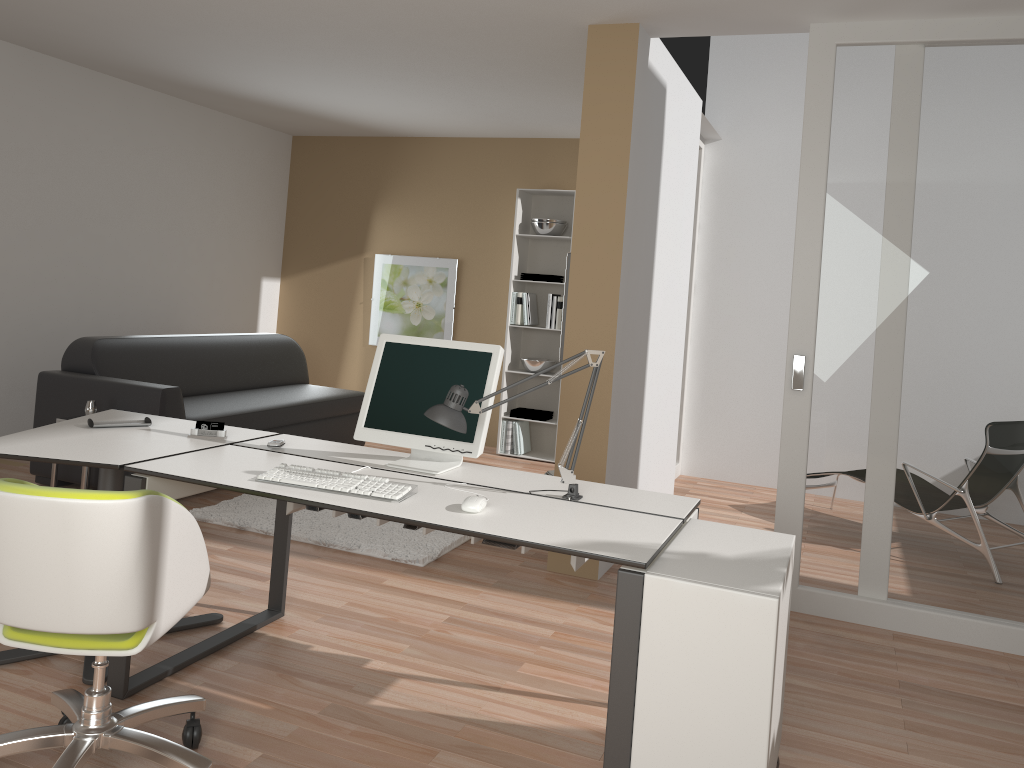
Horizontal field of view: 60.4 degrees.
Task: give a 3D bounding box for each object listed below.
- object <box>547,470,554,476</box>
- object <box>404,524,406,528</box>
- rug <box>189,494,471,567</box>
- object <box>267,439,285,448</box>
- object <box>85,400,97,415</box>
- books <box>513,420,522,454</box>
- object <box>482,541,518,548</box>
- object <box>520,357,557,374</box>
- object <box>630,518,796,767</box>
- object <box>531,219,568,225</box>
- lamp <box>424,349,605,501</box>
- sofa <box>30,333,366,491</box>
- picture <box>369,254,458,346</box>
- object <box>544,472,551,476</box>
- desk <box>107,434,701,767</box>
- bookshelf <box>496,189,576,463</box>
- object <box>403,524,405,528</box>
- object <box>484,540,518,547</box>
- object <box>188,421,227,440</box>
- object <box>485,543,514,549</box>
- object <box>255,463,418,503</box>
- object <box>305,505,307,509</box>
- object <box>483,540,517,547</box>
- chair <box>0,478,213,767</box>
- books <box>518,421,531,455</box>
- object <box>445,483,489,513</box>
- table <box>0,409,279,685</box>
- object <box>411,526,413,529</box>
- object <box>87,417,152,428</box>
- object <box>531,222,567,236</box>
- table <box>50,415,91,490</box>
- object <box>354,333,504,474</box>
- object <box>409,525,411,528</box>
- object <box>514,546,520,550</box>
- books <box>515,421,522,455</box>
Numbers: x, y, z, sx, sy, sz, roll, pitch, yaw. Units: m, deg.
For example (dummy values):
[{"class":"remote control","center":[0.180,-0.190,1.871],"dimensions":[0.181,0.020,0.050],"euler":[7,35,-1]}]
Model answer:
[{"class":"object","center":[0.526,0.656,6.121],"dimensions":[0.342,0.096,0.502],"euler":[0,7,-39]},{"class":"object","center":[-0.328,0.440,3.102],"dimensions":[0.040,0.113,0.133],"euler":[4,3,21]},{"class":"rug","center":[-0.719,0.693,5.272],"dimensions":[1.454,0.045,2.026],"euler":[7,6,21]},{"class":"object","center":[-0.831,0.211,3.105],"dimensions":[0.047,0.021,0.084],"euler":[4,5,0]},{"class":"object","center":[-2.257,0.133,4.716],"dimensions":[0.057,0.086,0.057],"euler":[4,1,-9]},{"class":"books","center":[0.056,0.424,7.115],"dimensions":[0.060,0.260,0.207],"euler":[4,1,21]},{"class":"object","center":[-0.020,0.528,2.979],"dimensions":[0.120,0.002,0.133],"euler":[7,6,21]},{"class":"object","center":[0.211,-0.146,7.131],"dimensions":[0.298,0.107,0.301],"euler":[3,5,-14]},{"class":"object","center":[0.533,0.775,2.279],"dimensions":[0.309,0.676,0.621],"euler":[4,2,21]},{"class":"object","center":[0.298,-1.275,7.154],"dimensions":[0.298,0.107,0.301],"euler":[3,5,-14]},{"class":"lamp","center":[-0.004,0.143,2.682],"dimensions":[0.538,0.530,0.140],"euler":[4,-1,-14]},{"class":"sofa","center":[-1.893,0.126,5.909],"dimensions":[0.955,0.834,2.259],"euler":[6,5,21]},{"class":"picture","center":[-0.876,-0.713,7.732],"dimensions":[0.819,0.817,0.018],"euler":[5,-1,21]},{"class":"object","center":[0.514,0.685,6.109],"dimensions":[0.584,0.063,0.588],"euler":[4,6,-4]},{"class":"desk","center":[-0.309,0.651,2.734],"dimensions":[1.606,0.687,0.804],"euler":[6,3,21]},{"class":"bookshelf","center":[0.499,-0.462,7.045],"dimensions":[1.042,2.145,0.331],"euler":[5,-1,21]},{"class":"object","center":[-0.332,0.440,3.104],"dimensions":[0.040,0.113,0.133],"euler":[4,3,21]},{"class":"object","center":[-0.018,0.524,2.979],"dimensions":[0.120,0.002,0.133],"euler":[7,6,21]},{"class":"object","center":[-1.108,0.167,3.207],"dimensions":[0.130,0.056,0.049],"euler":[4,2,-3]},{"class":"object","center":[-0.021,0.532,2.980],"dimensions":[0.120,0.002,0.133],"euler":[7,6,21]},{"class":"object","center":[-0.484,0.301,2.707],"dimensions":[0.457,0.080,0.388],"euler":[6,6,16]},{"class":"object","center":[-0.734,0.392,3.261],"dimensions":[0.040,0.113,0.133],"euler":[4,3,21]},{"class":"object","center":[-0.018,0.524,2.979],"dimensions":[0.120,0.002,0.133],"euler":[7,6,21]},{"class":"chair","center":[-1.013,0.601,2.158],"dimensions":[0.621,0.810,0.599],"euler":[4,1,-4]},{"class":"books","center":[0.101,0.428,7.110],"dimensions":[0.058,0.258,0.207],"euler":[4,1,21]},{"class":"object","center":[-0.139,0.339,2.587],"dimensions":[0.140,0.079,0.372],"euler":[4,6,0]},{"class":"table","center":[-1.456,0.525,3.090],"dimensions":[0.813,0.688,0.926],"euler":[5,3,18]},{"class":"object","center":[-0.302,0.443,3.092],"dimensions":[0.040,0.113,0.133],"euler":[4,3,21]},{"class":"object","center":[-1.468,0.143,3.294],"dimensions":[0.215,0.030,0.090],"euler":[0,7,-39]},{"class":"object","center":[0.296,-1.248,7.154],"dimensions":[0.298,0.107,0.301],"euler":[3,5,-14]},{"class":"table","center":[-2.247,0.419,4.658],"dimensions":[0.228,0.470,0.238],"euler":[5,0,21]},{"class":"object","center":[-0.283,0.063,3.000],"dimensions":[0.468,0.432,0.197],"euler":[5,0,21]},{"class":"object","center":[-0.310,0.442,3.096],"dimensions":[0.040,0.113,0.133],"euler":[4,3,21]},{"class":"object","center":[-0.022,0.534,2.980],"dimensions":[0.120,0.002,0.133],"euler":[7,6,21]},{"class":"books","center":[0.079,0.429,7.102],"dimensions":[0.058,0.258,0.207],"euler":[4,1,21]}]
